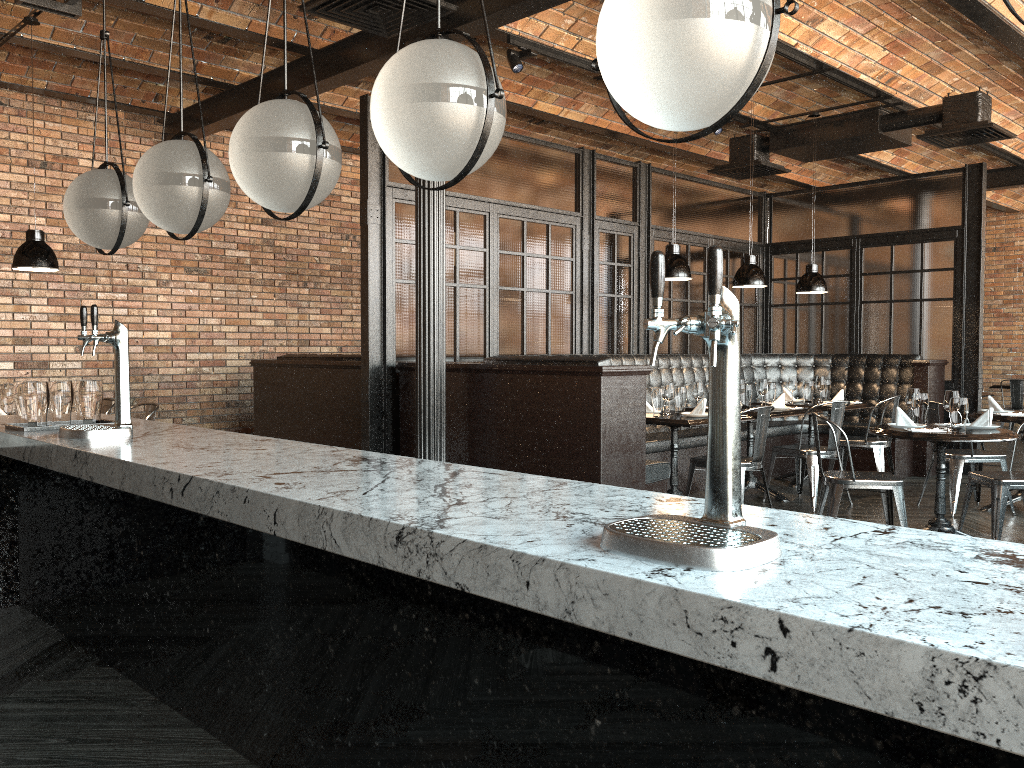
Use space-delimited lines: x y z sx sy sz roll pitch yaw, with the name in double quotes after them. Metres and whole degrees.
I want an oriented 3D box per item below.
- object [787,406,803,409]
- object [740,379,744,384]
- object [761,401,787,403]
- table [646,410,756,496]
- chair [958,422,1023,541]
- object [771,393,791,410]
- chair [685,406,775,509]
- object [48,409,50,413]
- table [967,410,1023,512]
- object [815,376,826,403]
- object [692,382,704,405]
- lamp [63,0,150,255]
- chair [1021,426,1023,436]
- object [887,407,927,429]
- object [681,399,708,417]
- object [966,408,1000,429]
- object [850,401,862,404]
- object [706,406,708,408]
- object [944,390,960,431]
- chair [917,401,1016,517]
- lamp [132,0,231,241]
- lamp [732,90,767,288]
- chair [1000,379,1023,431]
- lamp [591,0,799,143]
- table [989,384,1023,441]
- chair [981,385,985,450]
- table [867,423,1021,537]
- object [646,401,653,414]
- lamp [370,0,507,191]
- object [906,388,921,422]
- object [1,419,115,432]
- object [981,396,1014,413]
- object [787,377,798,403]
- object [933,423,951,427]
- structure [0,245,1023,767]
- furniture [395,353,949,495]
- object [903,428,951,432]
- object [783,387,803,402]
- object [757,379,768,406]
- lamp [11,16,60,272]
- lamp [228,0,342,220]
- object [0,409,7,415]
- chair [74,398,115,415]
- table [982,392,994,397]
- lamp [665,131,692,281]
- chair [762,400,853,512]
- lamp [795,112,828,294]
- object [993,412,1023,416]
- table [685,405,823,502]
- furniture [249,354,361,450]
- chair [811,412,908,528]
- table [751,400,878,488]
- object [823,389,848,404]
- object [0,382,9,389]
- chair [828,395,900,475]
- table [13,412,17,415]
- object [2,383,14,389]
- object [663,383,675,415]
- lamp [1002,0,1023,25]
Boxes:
2.311 0.195 7.506 0.157 0.019 0.255 -2 3 -39 "object"
1.906 0.084 7.439 0.092 0.244 0.092 -1 3 -28 "object"
2.457 0.166 8.260 0.157 0.019 0.255 -2 3 -44 "object"
1.238 0.611 6.767 0.872 0.758 0.872 -2 3 -44 "table"
3.207 0.609 5.607 0.558 0.857 0.504 0 2 0 "chair"
2.189 0.146 7.349 0.232 0.139 0.232 1 3 30 "object"
1.592 0.574 6.449 0.504 0.857 0.558 -2 3 -45 "chair"
-3.051 0.141 5.840 0.092 0.244 0.092 1 2 17 "object"
4.016 0.610 6.889 0.866 0.758 0.866 0 2 9 "table"
2.891 0.051 8.312 0.092 0.244 0.092 1 2 17 "object"
1.432 0.107 6.826 0.092 0.244 0.092 1 3 29 "object"
-1.724 -1.427 3.755 0.340 1.754 0.340 0 2 1 "lamp"
7.726 0.330 12.839 0.558 0.857 0.504 -2 3 -45 "chair"
2.509 0.214 5.633 0.232 0.139 0.232 1 2 15 "object"
1.374 0.175 6.594 0.232 0.139 0.232 0 2 4 "object"
2.955 0.216 5.603 0.232 0.139 0.232 0 2 0 "object"
3.114 0.166 8.269 0.157 0.019 0.255 -2 3 -44 "object"
1.708 0.194 7.505 0.157 0.019 0.255 -2 3 -44 "object"
2.700 0.163 5.445 0.092 0.244 0.092 2 3 45 "object"
3.508 0.559 6.888 0.558 0.857 0.504 0 2 -5 "chair"
-1.210 -1.406 3.233 0.340 1.754 0.340 0 2 1 "lamp"
2.002 -1.644 7.443 0.291 1.653 0.291 0 2 0 "lamp"
6.959 0.358 12.098 0.558 0.857 0.504 -2 3 -45 "chair"
0.331 -1.342 1.667 0.340 1.754 0.340 0 2 1 "lamp"
7.317 0.394 12.464 0.872 0.758 0.872 -2 3 -44 "table"
5.392 0.410 10.722 0.558 0.857 0.504 -2 3 -45 "chair"
2.708 0.659 5.603 0.866 0.758 0.866 0 2 9 "table"
1.065 0.161 6.929 0.232 0.139 0.232 0 2 3 "object"
-0.183 -1.363 2.189 0.340 1.754 0.340 0 2 1 "lamp"
2.619 0.150 5.790 0.092 0.244 0.092 2 3 45 "object"
-2.030 0.185 4.006 0.437 0.019 0.273 -2 3 -44 "object"
3.805 0.164 6.954 0.232 0.139 0.232 0 2 0 "object"
2.590 0.055 8.194 0.092 0.244 0.092 1 2 17 "object"
2.875 0.263 5.797 0.255 0.019 0.157 0 2 -14 "object"
-1.211 0.443 2.427 1.930 1.430 5.346 -2 3 -44 "structure"
1.774 0.345 7.768 5.451 1.212 1.979 -2 3 -44 "furniture"
2.542 0.278 5.417 0.255 0.019 0.157 0 2 6 "object"
2.648 0.104 8.431 0.232 0.139 0.232 0 2 4 "object"
2.124 0.081 7.520 0.092 0.244 0.092 0 2 6 "object"
-3.181 -1.589 5.895 0.291 1.653 0.291 0 2 0 "lamp"
-0.697 -1.385 2.711 0.340 1.754 0.340 0 2 1 "lamp"
-3.321 0.200 5.809 0.232 0.139 0.232 2 3 39 "object"
-3.410 0.549 6.925 0.504 0.857 0.558 2 3 35 "chair"
5.017 0.473 10.376 0.872 0.758 0.872 -2 3 -44 "table"
1.216 -1.614 6.670 0.291 1.653 0.291 0 2 0 "lamp"
2.405 0.547 7.164 0.504 0.857 0.558 -1 3 -35 "chair"
2.788 -1.673 8.216 0.291 1.653 0.291 0 2 0 "lamp"
3.815 0.227 6.748 0.255 0.019 0.157 0 2 6 "object"
2.024 0.581 7.541 0.872 0.758 0.872 -2 3 -44 "table"
0.231 0.281 9.340 5.451 1.212 1.979 -2 3 -44 "furniture"
2.183 0.607 5.614 0.558 0.857 0.504 0 2 10 "chair"
2.801 0.552 8.305 0.872 0.758 0.872 -2 3 -44 "table"
2.959 0.118 8.094 0.232 0.139 0.232 0 2 -12 "object"
-3.826 0.107 6.674 0.092 0.244 0.092 1 2 17 "object"
3.146 0.518 7.909 0.558 0.857 0.504 2 3 35 "chair"
-3.766 0.611 6.609 0.872 0.758 0.872 -2 3 -44 "table"
-3.666 0.115 6.465 0.092 0.244 0.092 1 2 17 "object"
1.184 0.112 6.694 0.092 0.244 0.092 -1 3 -28 "object"
0.845 -1.321 1.145 0.340 1.754 0.340 0 2 1 "lamp"
